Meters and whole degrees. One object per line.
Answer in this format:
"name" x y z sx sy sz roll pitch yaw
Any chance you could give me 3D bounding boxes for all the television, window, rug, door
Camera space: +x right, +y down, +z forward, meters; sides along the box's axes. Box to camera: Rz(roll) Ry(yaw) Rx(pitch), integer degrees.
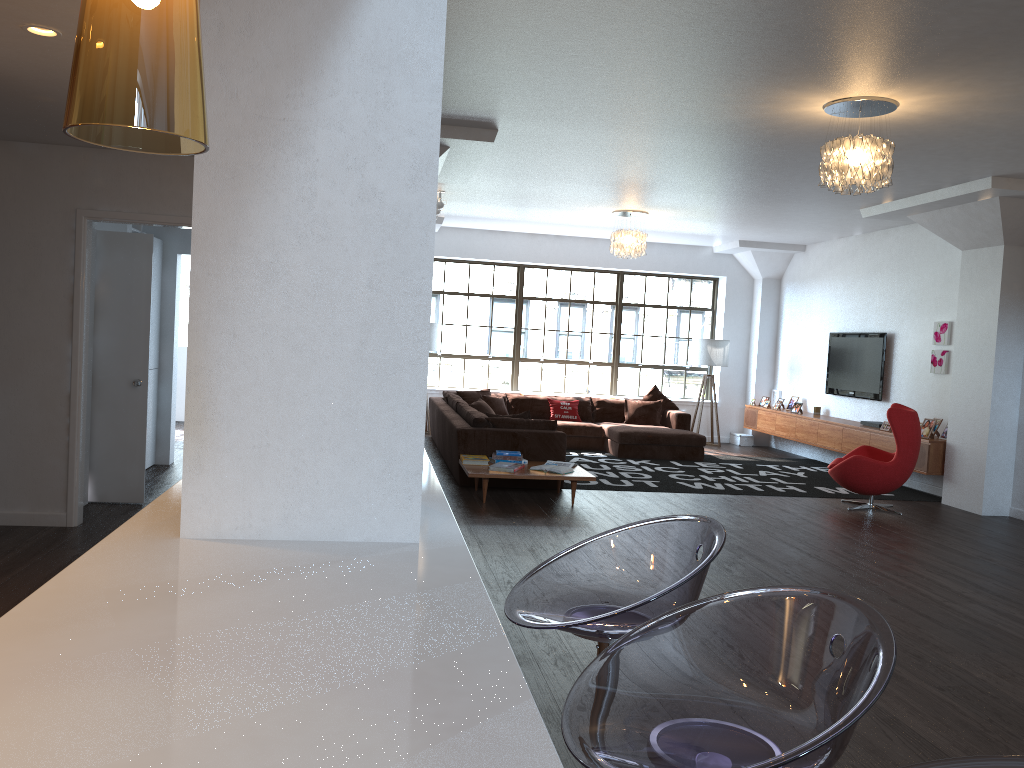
"television" 4.298 -0.238 11.138 0.013 0.816 1.324 3 3 -9
"window" 0.863 -0.801 13.615 4.648 1.905 0.114 3 3 -9
"rug" 2.256 1.017 10.334 4.200 0.007 3.100 3 3 -8
"door" -3.149 -0.129 6.637 0.826 2.032 0.174 3 3 -9

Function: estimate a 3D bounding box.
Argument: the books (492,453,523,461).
"books" -0.041 0.671 8.188 0.279 0.035 0.191 3 3 1

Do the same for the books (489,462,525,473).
"books" -0.046 0.728 7.779 0.236 0.035 0.340 4 3 16

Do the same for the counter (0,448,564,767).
"counter" 0.615 0.986 0.507 3.039 0.860 8.182 1 4 -38

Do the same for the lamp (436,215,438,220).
"lamp" -0.950 -2.083 10.793 0.120 0.211 0.111 1 3 -35

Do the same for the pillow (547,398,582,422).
"pillow" 0.722 0.362 12.202 0.465 0.308 0.220 3 3 -13

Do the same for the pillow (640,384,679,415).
"pillow" 1.993 0.304 12.442 0.651 0.587 0.335 2 3 -30

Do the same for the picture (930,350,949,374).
"picture" 4.607 -0.238 9.558 0.030 0.250 0.250 3 3 -9

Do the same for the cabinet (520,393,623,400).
"cabinet" 0.877 0.490 13.141 1.520 0.625 0.350 3 3 -9

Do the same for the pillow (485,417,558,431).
"pillow" 0.076 0.501 8.705 0.750 0.364 0.289 3 3 -10

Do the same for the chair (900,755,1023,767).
"chair" 0.385 0.880 0.779 0.481 1.014 0.530 3 3 -11

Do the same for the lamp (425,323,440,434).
"lamp" -1.343 -0.092 12.694 0.545 1.579 0.545 2 3 -20

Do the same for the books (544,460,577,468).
"books" 0.452 0.735 8.196 0.256 0.035 0.350 4 3 16

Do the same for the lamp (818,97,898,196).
"lamp" 2.173 -1.477 5.582 0.441 0.539 0.442 5 3 33

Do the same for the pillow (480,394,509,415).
"pillow" -0.252 0.306 11.903 0.489 0.337 0.238 1 4 -39

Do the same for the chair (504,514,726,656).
"chair" 0.206 0.807 2.032 0.481 1.014 0.530 3 3 -7

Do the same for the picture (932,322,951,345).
"picture" 4.624 -0.545 9.543 0.030 0.250 0.250 3 3 -9

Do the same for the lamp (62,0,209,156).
"lamp" 0.320 -1.188 2.095 0.149 1.807 2.842 5 3 30

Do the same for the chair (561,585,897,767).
"chair" 0.303 0.844 1.410 0.481 1.014 0.530 3 3 -11

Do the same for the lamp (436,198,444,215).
"lamp" -0.871 -2.054 10.282 0.111 0.211 0.120 6 4 40

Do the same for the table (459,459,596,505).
"table" 0.106 0.883 7.937 1.100 0.271 0.853 3 3 -9

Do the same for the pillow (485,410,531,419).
"pillow" 0.000 0.442 8.960 0.559 0.411 0.269 5 4 37

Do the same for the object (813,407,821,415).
"object" 4.102 0.362 11.917 0.089 0.110 0.089 5 4 36

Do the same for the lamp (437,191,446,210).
"lamp" -0.793 -2.024 9.782 0.111 0.211 0.120 5 3 25

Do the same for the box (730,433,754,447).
"box" 3.514 0.848 13.562 0.228 0.165 0.368 3 3 -9

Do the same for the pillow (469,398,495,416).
"pillow" -0.327 0.376 10.353 0.325 0.391 0.625 4 3 7

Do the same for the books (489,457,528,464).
"books" -0.038 0.708 8.187 0.312 0.037 0.216 2 3 -19

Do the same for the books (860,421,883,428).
"books" 4.307 0.482 10.397 0.250 0.053 0.400 3 3 -9

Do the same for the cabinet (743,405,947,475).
"cabinet" 4.083 0.627 11.221 0.459 0.350 4.501 3 3 -9

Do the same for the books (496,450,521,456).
"books" -0.035 0.640 8.185 0.224 0.027 0.157 3 3 -4

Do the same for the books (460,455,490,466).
"books" -0.342 0.692 8.078 0.241 0.045 0.334 3 3 -8

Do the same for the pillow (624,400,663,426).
"pillow" 1.810 0.385 12.251 0.542 0.362 0.248 4 3 12

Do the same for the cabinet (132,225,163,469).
"cabinet" -3.446 -0.645 7.221 0.527 2.991 2.630 3 3 -9

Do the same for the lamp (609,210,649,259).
"lamp" 1.395 -1.769 10.575 0.441 0.539 0.442 5 3 33

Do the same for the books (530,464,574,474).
"books" 0.352 0.747 7.833 0.342 0.040 0.231 5 3 31

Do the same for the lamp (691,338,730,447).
"lamp" 2.928 0.120 13.267 0.545 1.579 0.545 3 3 2

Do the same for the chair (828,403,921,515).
"chair" 3.441 0.677 8.450 0.801 1.006 0.798 4 3 16

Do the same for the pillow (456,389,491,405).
"pillow" -0.455 0.273 11.968 0.580 0.418 0.334 1 4 -36

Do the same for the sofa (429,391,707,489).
"sofa" 0.859 0.595 10.609 3.481 0.664 4.197 3 3 -9
